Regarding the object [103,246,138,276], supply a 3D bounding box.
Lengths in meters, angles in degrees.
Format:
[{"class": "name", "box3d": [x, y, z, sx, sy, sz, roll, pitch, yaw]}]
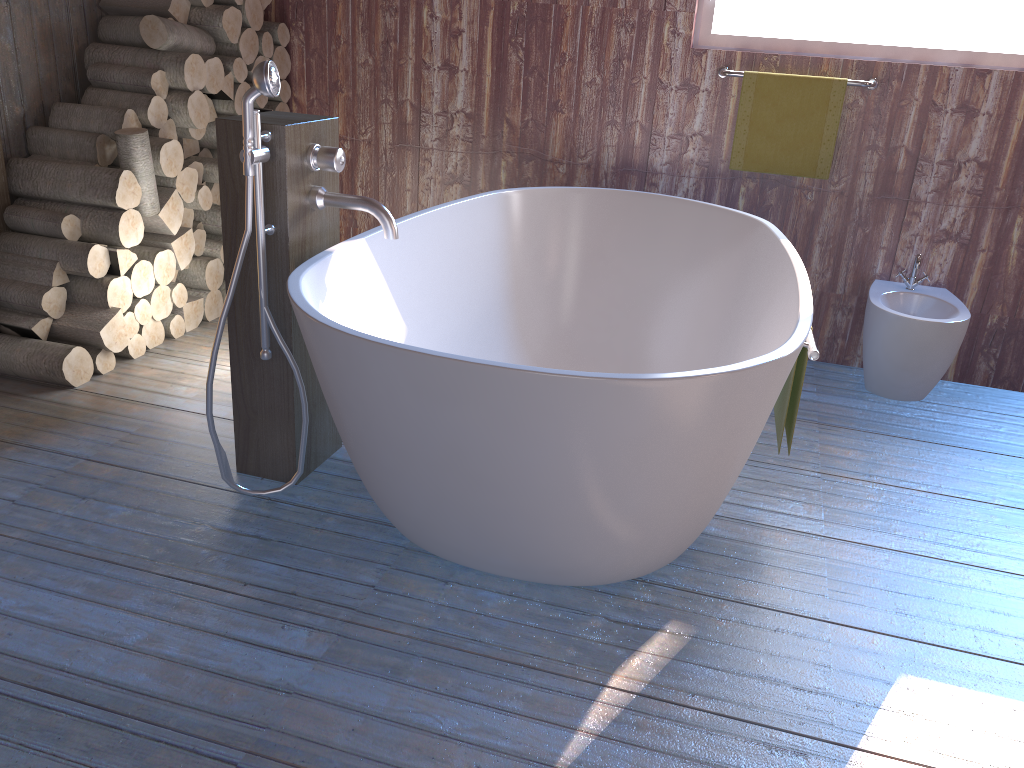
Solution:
[{"class": "object", "box3d": [-1.546, -0.464, 3.147, 0.421, 0.104, 0.106, 9, 23, 13]}]

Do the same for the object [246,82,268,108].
[{"class": "object", "box3d": [-1.260, -1.250, 3.779, 0.438, 0.109, 0.102, 10, 23, 15]}]

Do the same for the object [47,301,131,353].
[{"class": "object", "box3d": [-1.589, -0.218, 3.090, 0.483, 0.159, 0.150, 9, 23, 13]}]

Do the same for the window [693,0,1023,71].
[{"class": "window", "box3d": [1.327, -1.484, 3.212, 1.255, 0.587, 0.054, 10, 23, 15]}]

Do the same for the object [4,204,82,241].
[{"class": "object", "box3d": [-1.616, -0.555, 3.061, 0.242, 0.103, 0.101, 10, 23, 15]}]

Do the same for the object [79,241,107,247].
[{"class": "object", "box3d": [-1.626, -0.524, 3.240, 0.278, 0.085, 0.086, 9, 23, 12]}]

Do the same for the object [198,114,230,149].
[{"class": "object", "box3d": [-1.319, -1.056, 3.680, 0.437, 0.143, 0.141, 9, 23, 13]}]

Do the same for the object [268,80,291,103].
[{"class": "object", "box3d": [-1.205, -1.326, 3.950, 0.438, 0.109, 0.102, 10, 23, 15]}]

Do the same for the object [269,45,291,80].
[{"class": "object", "box3d": [-1.204, -1.434, 3.899, 0.439, 0.152, 0.147, 10, 23, 15]}]

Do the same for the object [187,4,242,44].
[{"class": "object", "box3d": [-1.311, -1.449, 3.528, 0.458, 0.148, 0.139, 10, 23, 15]}]

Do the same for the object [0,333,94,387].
[{"class": "object", "box3d": [-1.647, -0.089, 2.985, 0.437, 0.143, 0.141, 9, 23, 13]}]

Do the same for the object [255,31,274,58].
[{"class": "object", "box3d": [-1.229, -1.456, 3.765, 0.437, 0.106, 0.089, 10, 23, 15]}]

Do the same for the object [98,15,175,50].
[{"class": "object", "box3d": [-1.437, -1.349, 3.415, 0.291, 0.130, 0.113, 10, 23, 15]}]

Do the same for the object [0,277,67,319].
[{"class": "object", "box3d": [-1.681, -0.301, 3.024, 0.303, 0.120, 0.114, 10, 23, 15]}]

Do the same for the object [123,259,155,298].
[{"class": "object", "box3d": [-1.538, -0.414, 3.240, 0.437, 0.133, 0.137, 9, 23, 13]}]

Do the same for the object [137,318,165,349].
[{"class": "object", "box3d": [-1.536, -0.220, 3.355, 0.410, 0.134, 0.132, 9, 23, 13]}]

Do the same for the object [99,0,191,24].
[{"class": "object", "box3d": [-1.418, -1.446, 3.431, 0.319, 0.121, 0.140, 10, 23, 16]}]

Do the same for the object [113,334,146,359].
[{"class": "object", "box3d": [0.560, -0.928, 1.264, 5.569, 3.264, 0.258, 19, 27, 33]}]

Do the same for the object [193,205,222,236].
[{"class": "object", "box3d": [-1.375, -0.718, 3.764, 0.458, 0.148, 0.139, 10, 23, 15]}]

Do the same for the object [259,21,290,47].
[{"class": "object", "box3d": [-1.189, -1.542, 3.867, 0.438, 0.109, 0.102, 10, 23, 15]}]

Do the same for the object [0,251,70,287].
[{"class": "object", "box3d": [-1.660, -0.400, 3.024, 0.280, 0.091, 0.085, 9, 23, 13]}]

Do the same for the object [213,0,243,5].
[{"class": "object", "box3d": [-1.278, -1.606, 3.554, 0.456, 0.139, 0.135, 10, 23, 15]}]

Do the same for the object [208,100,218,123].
[{"class": "object", "box3d": [-1.336, -1.120, 3.589, 0.280, 0.096, 0.085, 10, 23, 15]}]

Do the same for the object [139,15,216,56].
[{"class": "object", "box3d": [-1.256, -1.303, 3.345, 0.121, 0.157, 0.302, 10, 23, 15]}]

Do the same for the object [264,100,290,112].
[{"class": "object", "box3d": [-1.228, -1.170, 4.005, 0.439, 0.256, 0.137, 10, 23, 15]}]

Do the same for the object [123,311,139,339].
[{"class": "object", "box3d": [-1.569, -0.242, 3.201, 0.437, 0.100, 0.098, 9, 23, 13]}]

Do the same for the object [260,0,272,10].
[{"class": "object", "box3d": [-1.235, -1.647, 3.703, 0.456, 0.142, 0.133, 10, 23, 15]}]

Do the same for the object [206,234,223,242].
[{"class": "object", "box3d": [-1.357, -0.606, 3.834, 0.437, 0.143, 0.141, 9, 23, 13]}]

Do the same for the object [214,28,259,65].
[{"class": "object", "box3d": [-1.271, -1.397, 3.645, 0.440, 0.151, 0.143, 10, 23, 15]}]

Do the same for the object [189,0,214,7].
[{"class": "object", "box3d": [-1.287, -1.523, 3.455, 0.227, 0.097, 0.094, 10, 23, 15]}]

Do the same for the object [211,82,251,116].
[{"class": "object", "box3d": [-1.300, -1.186, 3.672, 0.439, 0.157, 0.136, 10, 23, 15]}]

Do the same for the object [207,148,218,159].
[{"class": "object", "box3d": [-1.269, -1.008, 3.812, 0.301, 0.113, 0.114, 9, 23, 12]}]

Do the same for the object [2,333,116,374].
[{"class": "object", "box3d": [-1.612, -0.111, 3.107, 0.437, 0.100, 0.098, 9, 23, 13]}]

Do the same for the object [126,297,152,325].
[{"class": "object", "box3d": [-1.545, -0.293, 3.258, 0.437, 0.100, 0.098, 9, 23, 13]}]

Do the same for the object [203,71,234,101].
[{"class": "object", "box3d": [-1.325, -1.200, 3.550, 0.424, 0.124, 0.109, 9, 23, 14]}]

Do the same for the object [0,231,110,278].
[{"class": "object", "box3d": [-1.579, -0.447, 3.050, 0.370, 0.120, 0.117, 9, 23, 13]}]

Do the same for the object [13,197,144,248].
[{"class": "object", "box3d": [-1.536, -0.577, 3.139, 0.437, 0.133, 0.137, 9, 23, 13]}]

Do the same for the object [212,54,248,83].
[{"class": "object", "box3d": [-1.295, -1.297, 3.603, 0.438, 0.109, 0.102, 10, 23, 15]}]

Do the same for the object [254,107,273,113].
[{"class": "object", "box3d": [-1.248, -1.172, 3.883, 0.423, 0.112, 0.115, 10, 23, 15]}]

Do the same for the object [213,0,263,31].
[{"class": "object", "box3d": [-1.252, -1.537, 3.630, 0.437, 0.143, 0.141, 9, 23, 13]}]

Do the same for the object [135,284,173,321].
[{"class": "object", "box3d": [-1.520, -0.339, 3.365, 0.437, 0.133, 0.137, 9, 23, 13]}]

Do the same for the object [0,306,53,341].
[{"class": "object", "box3d": [-1.703, -0.204, 3.008, 0.280, 0.093, 0.099, 10, 23, 15]}]

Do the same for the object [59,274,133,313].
[{"class": "object", "box3d": [-1.574, -0.342, 3.137, 0.437, 0.133, 0.137, 9, 23, 13]}]

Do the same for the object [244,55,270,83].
[{"class": "object", "box3d": [-1.274, -1.342, 3.787, 0.482, 0.151, 0.172, 10, 23, 15]}]
